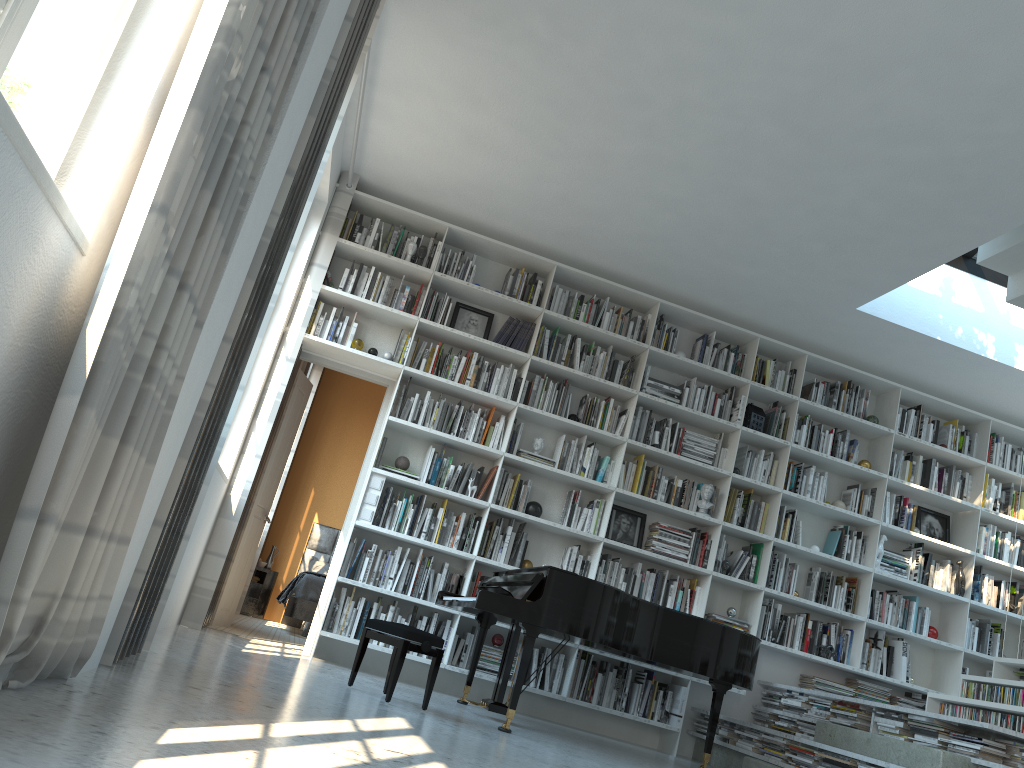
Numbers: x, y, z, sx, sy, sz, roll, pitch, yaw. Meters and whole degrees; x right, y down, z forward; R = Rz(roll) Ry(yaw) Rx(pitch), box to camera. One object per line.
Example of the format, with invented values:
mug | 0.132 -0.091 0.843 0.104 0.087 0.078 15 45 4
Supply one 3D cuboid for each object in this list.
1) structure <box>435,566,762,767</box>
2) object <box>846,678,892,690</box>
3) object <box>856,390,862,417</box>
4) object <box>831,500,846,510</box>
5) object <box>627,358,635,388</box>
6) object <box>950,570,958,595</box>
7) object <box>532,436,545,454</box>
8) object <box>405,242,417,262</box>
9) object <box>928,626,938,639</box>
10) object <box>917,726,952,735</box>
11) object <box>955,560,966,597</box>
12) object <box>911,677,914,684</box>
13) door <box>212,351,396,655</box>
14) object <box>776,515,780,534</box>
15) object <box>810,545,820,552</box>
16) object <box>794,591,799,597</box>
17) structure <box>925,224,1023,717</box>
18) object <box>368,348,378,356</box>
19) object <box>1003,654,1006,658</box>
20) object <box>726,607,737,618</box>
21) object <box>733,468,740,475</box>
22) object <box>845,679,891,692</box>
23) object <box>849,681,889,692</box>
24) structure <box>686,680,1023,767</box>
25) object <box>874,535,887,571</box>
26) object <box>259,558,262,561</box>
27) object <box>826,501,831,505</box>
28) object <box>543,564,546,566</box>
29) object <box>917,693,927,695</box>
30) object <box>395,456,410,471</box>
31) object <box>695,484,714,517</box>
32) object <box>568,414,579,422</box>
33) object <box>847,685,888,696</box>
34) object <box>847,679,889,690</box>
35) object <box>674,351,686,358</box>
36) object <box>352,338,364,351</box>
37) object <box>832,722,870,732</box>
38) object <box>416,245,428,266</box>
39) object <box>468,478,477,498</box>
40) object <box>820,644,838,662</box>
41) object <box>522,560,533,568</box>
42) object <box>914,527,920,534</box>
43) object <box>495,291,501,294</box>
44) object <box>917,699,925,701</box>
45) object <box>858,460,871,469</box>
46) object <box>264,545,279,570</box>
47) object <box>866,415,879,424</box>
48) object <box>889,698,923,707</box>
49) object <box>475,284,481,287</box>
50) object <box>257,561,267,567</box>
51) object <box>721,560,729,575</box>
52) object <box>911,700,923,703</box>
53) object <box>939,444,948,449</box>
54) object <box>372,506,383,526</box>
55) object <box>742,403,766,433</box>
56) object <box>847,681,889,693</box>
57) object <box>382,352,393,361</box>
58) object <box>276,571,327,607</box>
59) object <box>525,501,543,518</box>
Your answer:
structure | 0.538 1.635 5.071 1.919 0.830 1.338 18 -16 -9
object | 2.668 2.244 6.633 0.285 0.005 0.160 17 -16 -4
object | 2.743 0.197 7.118 0.006 0.297 0.130 18 -16 -9
object | 2.533 0.959 6.885 0.112 0.112 0.111 25 -19 -30
object | 0.878 -0.069 6.568 0.075 0.254 0.075 25 -18 -29
object | 3.419 1.573 6.964 0.022 0.211 0.179 18 -16 -9
object | 0.188 0.451 6.432 0.095 0.156 0.121 14 -16 4
object | -0.733 -0.932 6.363 0.067 0.197 0.068 6 -19 32
object | 3.211 1.918 6.813 0.115 0.116 0.115 25 -19 -30
object | 2.345 1.906 4.855 0.142 0.006 0.204 19 -17 -11
object | 3.459 1.508 6.842 0.087 0.287 0.075 8 -17 24
object | 3.008 2.248 6.713 0.071 0.072 0.072 3 -20 38
door | -1.581 0.857 6.490 0.834 1.974 0.788 18 -16 -9
object | 1.971 1.099 6.723 0.013 0.207 0.140 18 -16 -9
object | 2.291 1.257 6.711 0.071 0.072 0.072 3 -20 38
object | 2.107 1.578 6.631 0.071 0.072 0.072 3 -20 38
structure | 3.542 0.805 5.270 2.615 3.371 1.959 18 -16 -9
object | -0.985 -0.221 6.278 0.072 0.072 0.071 25 -19 -30
object | 3.817 2.141 6.916 0.071 0.072 0.072 3 -20 38
object | 1.584 1.648 6.398 0.071 0.072 0.072 3 -20 38
object | 1.672 0.661 6.640 0.071 0.072 0.072 3 -20 38
object | 2.663 2.257 6.642 0.285 0.005 0.160 18 -17 -9
object | 2.661 2.262 6.640 0.254 0.005 0.161 18 -17 -9
structure | 2.888 2.414 5.153 2.901 0.657 3.120 18 -16 -9
object | 2.777 1.278 6.707 0.087 0.287 0.075 8 -17 24
object | -2.838 1.970 9.851 0.106 0.103 0.106 16 -16 -2
object | 2.425 0.938 6.839 0.068 0.068 0.068 25 -19 -30
object | 0.229 1.299 6.172 0.060 0.094 0.078 14 -16 7
object | 3.177 2.365 6.698 0.130 0.015 0.210 19 -17 -10
object | -0.761 0.554 6.154 0.105 0.106 0.105 25 -19 -30
object | 1.413 0.857 6.496 0.138 0.243 0.138 0 -22 44
object | 0.444 0.267 6.494 0.097 0.098 0.097 3 -20 38
object | 2.650 2.291 6.631 0.254 0.005 0.161 18 -17 -9
object | 2.665 2.251 6.641 0.254 0.005 0.161 18 -16 -8
object | 1.281 -0.202 6.800 0.105 0.105 0.105 25 -19 -30
object | -1.080 -0.275 6.215 0.086 0.087 0.087 3 -20 38
object | 2.142 2.151 5.535 0.145 0.010 0.267 19 -17 -13
object | -0.657 -0.906 6.376 0.067 0.197 0.068 6 -19 32
object | -0.276 0.715 6.091 0.082 0.139 0.044 23 -17 -25
object | 2.303 1.947 6.435 0.161 0.113 0.065 22 -17 -21
object | 0.101 1.277 6.215 0.091 0.091 0.091 25 -19 -30
object | 3.154 1.166 6.963 0.091 0.092 0.092 3 -20 38
object | -0.119 -0.650 6.568 0.083 0.083 0.082 25 -19 -30
object | 3.154 2.403 6.684 0.141 0.005 0.260 17 -16 -5
object | 2.751 0.642 6.924 0.101 0.101 0.100 25 -19 -30
object | -2.682 1.934 9.881 0.091 0.267 0.091 4 -19 35
object | 2.847 0.300 7.017 0.104 0.105 0.104 3 -20 38
object | 2.998 2.412 6.690 0.328 0.008 0.208 18 -17 -9
object | -0.266 -0.699 6.542 0.083 0.083 0.082 25 -19 -30
object | -2.758 1.984 9.747 0.118 0.061 0.118 16 -16 -2
object | 1.536 1.326 6.395 0.054 0.113 0.079 19 -16 -10
object | 3.152 2.419 6.680 0.144 0.004 0.296 19 -17 -11
object | 3.458 0.517 7.117 0.071 0.072 0.072 3 -20 38
object | -0.897 0.884 5.921 0.045 0.146 0.045 7 -18 28
object | 1.847 0.274 6.800 0.135 0.247 0.136 21 -17 -19
object | 2.660 2.267 6.638 0.254 0.005 0.161 18 -17 -9
object | -0.881 -0.193 6.276 0.072 0.072 0.071 25 -19 -30
object | -1.619 2.185 9.089 1.482 0.539 1.454 18 -16 -10
object | 0.151 0.900 6.300 0.133 0.135 0.134 3 -20 38
